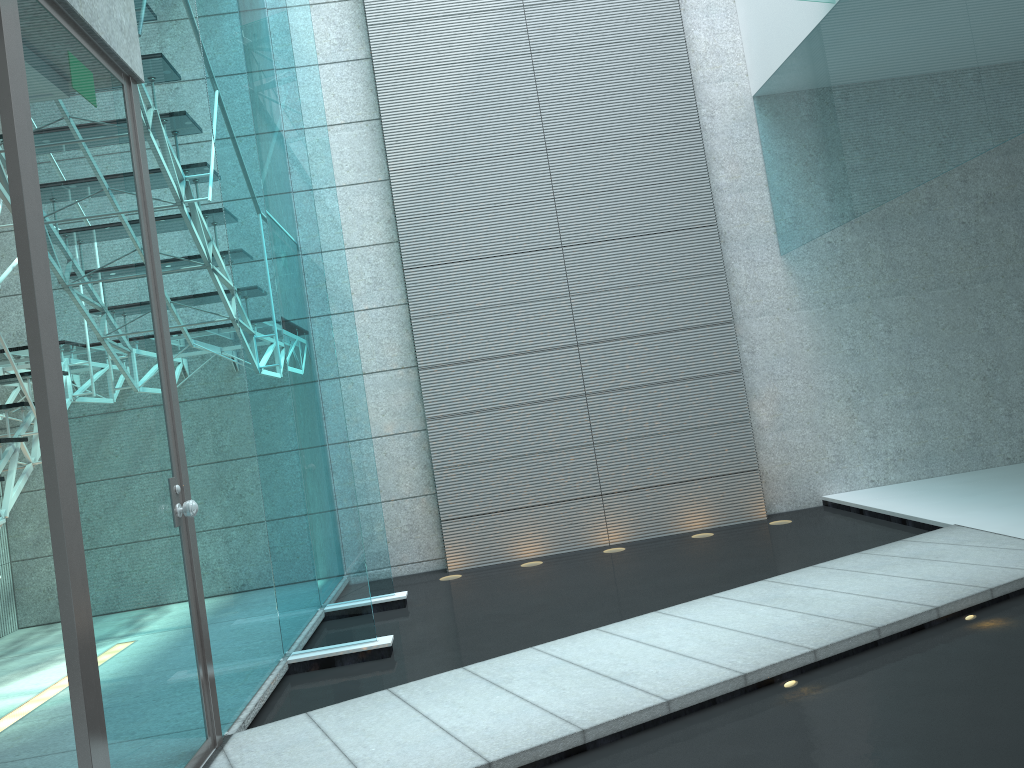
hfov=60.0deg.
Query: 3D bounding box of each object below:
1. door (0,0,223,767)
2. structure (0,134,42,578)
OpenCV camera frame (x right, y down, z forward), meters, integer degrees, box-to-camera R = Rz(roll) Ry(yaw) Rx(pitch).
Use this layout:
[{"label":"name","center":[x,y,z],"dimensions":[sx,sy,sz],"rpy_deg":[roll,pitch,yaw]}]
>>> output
[{"label":"door","center":[-0.990,0.034,2.293],"dimensions":[0.076,2.069,0.863],"rpy_deg":[-9,-3,-3]},{"label":"structure","center":[-2.352,-1.704,3.976],"dimensions":[1.911,6.020,3.288],"rpy_deg":[-9,-3,-4]}]
